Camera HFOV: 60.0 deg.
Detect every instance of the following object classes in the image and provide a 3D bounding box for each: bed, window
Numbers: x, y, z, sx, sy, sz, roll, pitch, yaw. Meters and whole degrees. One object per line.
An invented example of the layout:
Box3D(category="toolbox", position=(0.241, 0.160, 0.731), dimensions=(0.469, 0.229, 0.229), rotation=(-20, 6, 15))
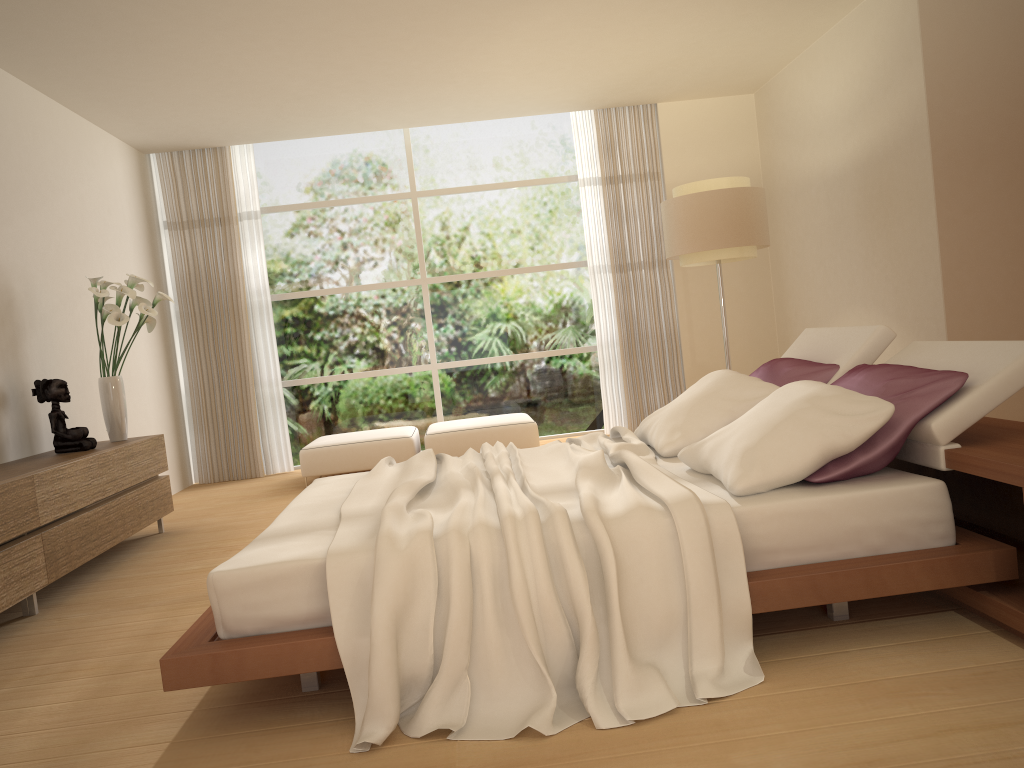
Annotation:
Box3D(category="bed", position=(0.190, 0.559, 3.595), dimensions=(2.535, 0.570, 2.599), rotation=(-7, 3, -3))
Box3D(category="window", position=(-0.864, -1.006, 8.697), dimensions=(4.781, 3.371, 0.071), rotation=(-7, 3, -3))

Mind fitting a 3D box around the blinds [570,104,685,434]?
Box3D(category="blinds", position=(1.119, -1.211, 8.497), dimensions=(0.814, 3.351, 0.202), rotation=(-7, 3, -4))

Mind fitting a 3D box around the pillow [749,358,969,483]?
Box3D(category="pillow", position=(1.172, 0.101, 3.680), dimensions=(0.575, 0.369, 1.683), rotation=(-7, 3, -3))

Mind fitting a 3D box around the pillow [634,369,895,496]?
Box3D(category="pillow", position=(0.906, 0.147, 3.660), dimensions=(0.561, 0.339, 1.720), rotation=(-7, 3, -3))

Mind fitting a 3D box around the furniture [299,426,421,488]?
Box3D(category="furniture", position=(-1.298, 0.615, 7.775), dimensions=(0.965, 0.346, 0.964), rotation=(-7, 3, -3))

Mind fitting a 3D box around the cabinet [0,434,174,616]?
Box3D(category="cabinet", position=(-2.506, 0.787, 4.171), dimensions=(0.588, 0.662, 3.713), rotation=(-7, 3, -3))

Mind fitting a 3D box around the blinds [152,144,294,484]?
Box3D(category="blinds", position=(-2.735, -0.765, 8.337), dimensions=(0.950, 3.352, 0.211), rotation=(-7, 3, -4))

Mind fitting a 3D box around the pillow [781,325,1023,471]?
Box3D(category="pillow", position=(1.489, -0.009, 3.704), dimensions=(0.461, 0.457, 1.779), rotation=(-7, 3, -4))

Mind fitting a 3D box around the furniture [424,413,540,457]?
Box3D(category="furniture", position=(-0.271, 0.496, 7.831), dimensions=(0.965, 0.346, 0.964), rotation=(-7, 3, -3))

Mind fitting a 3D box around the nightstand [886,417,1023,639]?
Box3D(category="nightstand", position=(1.594, 0.407, 3.727), dimensions=(0.493, 0.539, 4.220), rotation=(-7, 3, -3))

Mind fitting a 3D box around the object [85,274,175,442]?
Box3D(category="object", position=(-2.486, -0.184, 5.778), dimensions=(0.608, 1.085, 0.515), rotation=(-3, 4, 45))

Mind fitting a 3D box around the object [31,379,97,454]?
Box3D(category="object", position=(-2.663, 0.183, 5.289), dimensions=(0.282, 0.453, 0.181), rotation=(-7, 3, -3))

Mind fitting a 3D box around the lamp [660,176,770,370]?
Box3D(category="lamp", position=(1.609, -0.499, 6.723), dimensions=(0.817, 2.018, 0.817), rotation=(-4, 4, 40))
